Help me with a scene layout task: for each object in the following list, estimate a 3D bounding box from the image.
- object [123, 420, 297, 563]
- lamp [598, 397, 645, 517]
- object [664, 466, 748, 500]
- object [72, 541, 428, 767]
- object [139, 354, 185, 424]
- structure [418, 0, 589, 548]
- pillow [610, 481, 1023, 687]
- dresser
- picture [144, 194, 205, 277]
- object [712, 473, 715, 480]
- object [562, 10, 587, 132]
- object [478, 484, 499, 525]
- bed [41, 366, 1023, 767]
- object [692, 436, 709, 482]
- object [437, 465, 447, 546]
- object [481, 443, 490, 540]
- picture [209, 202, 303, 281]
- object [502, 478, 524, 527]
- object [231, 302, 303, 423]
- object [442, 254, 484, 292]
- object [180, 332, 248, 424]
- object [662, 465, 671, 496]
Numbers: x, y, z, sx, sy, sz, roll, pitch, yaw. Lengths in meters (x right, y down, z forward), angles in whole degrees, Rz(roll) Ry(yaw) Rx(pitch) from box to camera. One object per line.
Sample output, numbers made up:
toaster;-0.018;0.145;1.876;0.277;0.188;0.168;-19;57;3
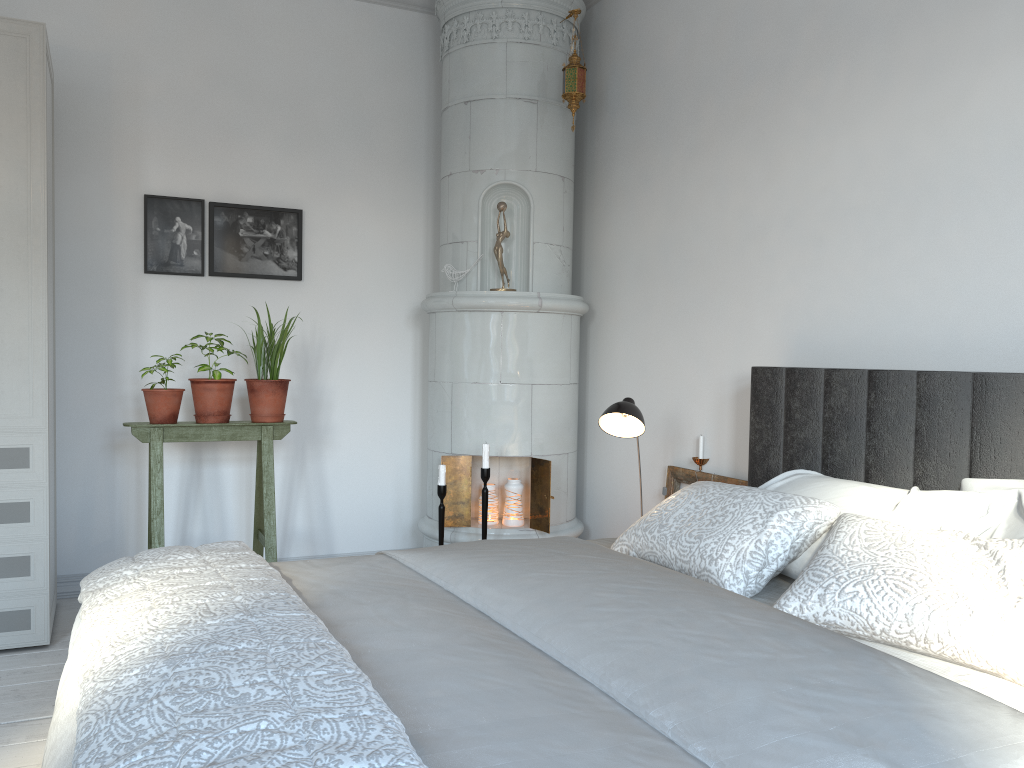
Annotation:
object;-1.227;0.543;3.632;0.671;0.775;0.431;0;3;-25
lamp;0.433;0.505;3.297;0.450;0.937;0.825;1;2;-7
object;0.732;0.659;3.412;0.082;0.631;0.527;0;3;-25
object;-0.510;0.446;1.478;0.405;0.104;1.459;0;2;-25
object;-1.394;0.017;3.518;0.176;0.278;0.194;3;3;32
structure;-0.105;-0.394;3.948;0.800;2.838;1.247;2;3;20
pillow;0.662;0.380;1.975;0.415;0.226;1.146;0;2;-32
dresser;-2.395;-0.171;3.061;1.432;2.165;0.630;0;3;-25
picture;-1.496;-0.656;3.933;0.250;0.342;0.022;0;3;-25
object;0.764;0.452;3.363;0.063;0.228;0.062;1;3;-1
object;0.266;-1.330;3.784;0.117;0.506;0.105;3;3;38
object;-0.104;0.539;3.970;0.093;0.180;0.092;0;3;-21
bed;0.258;0.488;1.828;2.176;1.047;1.887;0;2;-25
object;0.735;0.355;3.462;0.067;0.320;0.067;2;3;24
object;-0.293;0.635;3.679;0.091;0.622;0.091;4;4;43
object;-0.112;0.592;3.622;0.091;0.719;0.091;0;3;-16
picture;-1.176;-0.652;4.077;0.415;0.329;0.037;0;3;-25
object;0.007;0.527;3.944;0.098;0.210;0.098;0;3;-26
object;-1.009;-0.091;3.663;0.300;0.499;0.333;-1;3;-42
object;-0.218;-0.486;3.888;0.196;0.165;0.059;2;3;20
object;-1.202;-0.028;3.584;0.258;0.370;0.234;1;3;-13
object;0.635;0.395;3.643;0.023;0.127;0.024;-1;4;-41
